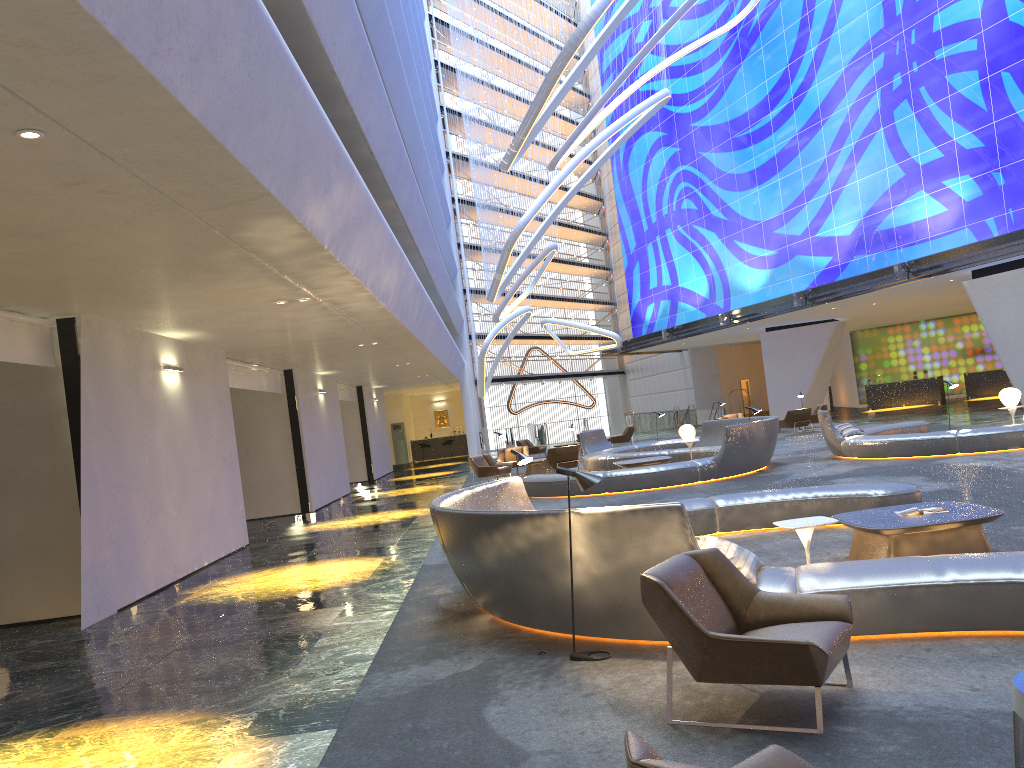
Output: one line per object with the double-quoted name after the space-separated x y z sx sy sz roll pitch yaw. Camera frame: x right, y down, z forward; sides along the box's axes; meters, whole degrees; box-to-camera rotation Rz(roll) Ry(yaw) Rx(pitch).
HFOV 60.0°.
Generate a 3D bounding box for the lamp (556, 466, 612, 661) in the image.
0.495 1.180 5.910 0.384 1.300 0.202 -7 0 -1 "lamp"

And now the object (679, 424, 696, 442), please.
3.934 1.099 19.906 0.367 0.387 0.318 -7 -1 6 "object"

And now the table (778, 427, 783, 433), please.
8.540 1.491 29.917 1.203 0.392 1.204 -7 -2 -1 "table"

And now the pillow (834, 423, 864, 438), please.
6.736 0.922 17.863 0.693 0.262 0.877 -7 -2 7 "pillow"

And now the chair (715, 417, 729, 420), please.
7.154 1.441 28.732 0.940 0.766 0.928 -8 -2 32 "chair"

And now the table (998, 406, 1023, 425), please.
9.939 0.752 17.577 0.417 0.595 0.428 -7 -1 -27 "table"

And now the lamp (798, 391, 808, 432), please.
9.295 0.885 28.312 0.202 1.300 0.384 -7 0 15 "lamp"

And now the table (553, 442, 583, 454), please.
2.182 2.394 32.698 1.204 0.392 1.202 -8 -2 17 "table"

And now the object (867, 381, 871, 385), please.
15.518 -0.048 38.512 0.149 0.149 0.149 -8 -1 33 "object"

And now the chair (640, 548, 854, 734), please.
1.252 1.311 4.669 0.940 0.766 0.928 -8 -2 32 "chair"

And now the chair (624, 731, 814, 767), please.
0.870 1.275 2.346 0.937 0.766 0.931 -6 -2 -41 "chair"

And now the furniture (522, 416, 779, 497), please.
3.612 1.468 20.869 5.191 0.969 9.921 -8 -2 16 "furniture"

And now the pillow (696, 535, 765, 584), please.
1.360 1.169 6.026 0.691 0.262 0.879 -6 -2 -39 "pillow"

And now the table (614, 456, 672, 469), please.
2.799 1.814 18.873 1.203 0.392 1.204 -7 -2 -1 "table"

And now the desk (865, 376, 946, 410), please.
16.809 0.395 37.933 2.984 1.097 0.812 -9 -1 38 "desk"

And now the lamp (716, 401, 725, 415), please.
7.392 1.231 31.244 0.384 1.300 0.201 -7 0 16 "lamp"

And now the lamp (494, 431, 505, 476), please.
-0.322 1.995 25.495 0.384 1.300 0.201 -7 0 16 "lamp"

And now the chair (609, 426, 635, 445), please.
4.039 1.973 32.570 0.939 0.766 0.930 -7 -1 1 "chair"

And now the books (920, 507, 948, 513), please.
3.649 1.090 7.665 0.133 0.012 0.189 -7 -2 -11 "books"

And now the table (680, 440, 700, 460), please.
4.036 1.582 19.935 0.418 0.595 0.428 -7 -1 -2 "table"

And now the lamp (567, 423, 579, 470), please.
1.581 1.648 22.563 0.202 1.300 0.384 -7 0 15 "lamp"

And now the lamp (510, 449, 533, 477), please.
0.147 1.371 9.953 0.201 1.300 0.385 -7 0 -42 "lamp"

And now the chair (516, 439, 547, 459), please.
0.719 2.385 32.381 0.940 0.766 0.928 -8 -1 23 "chair"

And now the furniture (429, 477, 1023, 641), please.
2.059 1.115 5.806 5.183 0.969 9.936 -7 -2 -5 "furniture"

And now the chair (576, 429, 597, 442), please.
3.041 2.150 33.963 0.931 0.766 0.937 -8 -1 26 "chair"

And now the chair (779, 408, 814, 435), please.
8.992 1.186 28.079 0.928 0.766 0.940 -7 -1 -18 "chair"

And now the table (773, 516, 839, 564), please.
2.231 1.327 6.657 0.418 0.595 0.428 -7 -1 -5 "table"

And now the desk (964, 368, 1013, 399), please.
20.431 -0.109 36.610 2.984 1.097 0.812 -8 -1 36 "desk"

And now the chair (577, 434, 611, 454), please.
2.842 2.068 31.019 0.937 0.766 0.931 -6 -2 -39 "chair"

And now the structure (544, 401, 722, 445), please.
6.560 5.952 55.135 9.303 8.397 19.745 -7 -2 -1 "structure"

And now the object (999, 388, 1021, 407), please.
9.854 0.266 17.533 0.366 0.387 0.318 -7 -1 -19 "object"

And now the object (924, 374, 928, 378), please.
17.381 -0.329 37.198 0.150 0.145 0.150 -8 -1 32 "object"

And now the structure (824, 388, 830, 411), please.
15.388 0.309 43.759 1.020 2.051 0.774 -7 0 -23 "structure"

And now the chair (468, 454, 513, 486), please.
-0.561 2.205 22.983 0.940 0.766 0.928 -8 -2 32 "chair"

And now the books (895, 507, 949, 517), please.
3.555 1.097 7.703 0.395 0.039 0.301 -8 -2 13 "books"

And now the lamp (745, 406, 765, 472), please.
4.739 1.058 17.258 0.384 1.300 0.201 -7 0 16 "lamp"

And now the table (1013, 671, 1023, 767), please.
2.242 1.315 3.264 0.671 0.406 0.674 -7 -2 -5 "table"

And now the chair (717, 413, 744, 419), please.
7.764 1.454 31.193 0.930 0.766 0.939 -7 -1 5 "chair"

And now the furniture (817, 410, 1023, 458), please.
9.253 0.553 15.281 5.182 0.969 9.939 -7 -2 -9 "furniture"

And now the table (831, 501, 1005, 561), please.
3.491 1.319 7.664 1.203 0.392 1.204 -7 -2 -1 "table"

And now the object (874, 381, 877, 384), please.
15.724 -0.059 38.374 0.108 0.108 0.111 -8 -1 33 "object"

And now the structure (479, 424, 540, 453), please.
0.182 6.703 54.587 3.016 8.237 19.841 -7 -2 -1 "structure"

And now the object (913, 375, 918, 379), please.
17.034 -0.277 37.408 0.150 0.145 0.150 -8 -1 32 "object"

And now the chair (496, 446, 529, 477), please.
0.049 2.217 25.444 0.930 0.766 0.939 -7 -1 5 "chair"

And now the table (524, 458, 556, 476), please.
0.826 2.255 24.168 1.203 0.392 1.204 -7 -2 -1 "table"

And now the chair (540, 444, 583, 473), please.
1.278 1.949 22.330 0.928 0.766 0.940 -7 -1 -18 "chair"

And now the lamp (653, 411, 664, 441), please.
4.272 1.416 25.494 0.384 1.300 0.201 -7 0 16 "lamp"

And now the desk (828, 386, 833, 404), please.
18.777 0.725 53.828 2.984 1.097 0.812 -9 -1 38 "desk"

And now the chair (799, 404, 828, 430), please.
9.987 1.111 29.475 0.939 0.766 0.929 -7 -1 7 "chair"

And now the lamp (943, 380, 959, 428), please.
8.929 0.555 17.952 0.201 1.300 0.385 -7 0 -26 "lamp"
